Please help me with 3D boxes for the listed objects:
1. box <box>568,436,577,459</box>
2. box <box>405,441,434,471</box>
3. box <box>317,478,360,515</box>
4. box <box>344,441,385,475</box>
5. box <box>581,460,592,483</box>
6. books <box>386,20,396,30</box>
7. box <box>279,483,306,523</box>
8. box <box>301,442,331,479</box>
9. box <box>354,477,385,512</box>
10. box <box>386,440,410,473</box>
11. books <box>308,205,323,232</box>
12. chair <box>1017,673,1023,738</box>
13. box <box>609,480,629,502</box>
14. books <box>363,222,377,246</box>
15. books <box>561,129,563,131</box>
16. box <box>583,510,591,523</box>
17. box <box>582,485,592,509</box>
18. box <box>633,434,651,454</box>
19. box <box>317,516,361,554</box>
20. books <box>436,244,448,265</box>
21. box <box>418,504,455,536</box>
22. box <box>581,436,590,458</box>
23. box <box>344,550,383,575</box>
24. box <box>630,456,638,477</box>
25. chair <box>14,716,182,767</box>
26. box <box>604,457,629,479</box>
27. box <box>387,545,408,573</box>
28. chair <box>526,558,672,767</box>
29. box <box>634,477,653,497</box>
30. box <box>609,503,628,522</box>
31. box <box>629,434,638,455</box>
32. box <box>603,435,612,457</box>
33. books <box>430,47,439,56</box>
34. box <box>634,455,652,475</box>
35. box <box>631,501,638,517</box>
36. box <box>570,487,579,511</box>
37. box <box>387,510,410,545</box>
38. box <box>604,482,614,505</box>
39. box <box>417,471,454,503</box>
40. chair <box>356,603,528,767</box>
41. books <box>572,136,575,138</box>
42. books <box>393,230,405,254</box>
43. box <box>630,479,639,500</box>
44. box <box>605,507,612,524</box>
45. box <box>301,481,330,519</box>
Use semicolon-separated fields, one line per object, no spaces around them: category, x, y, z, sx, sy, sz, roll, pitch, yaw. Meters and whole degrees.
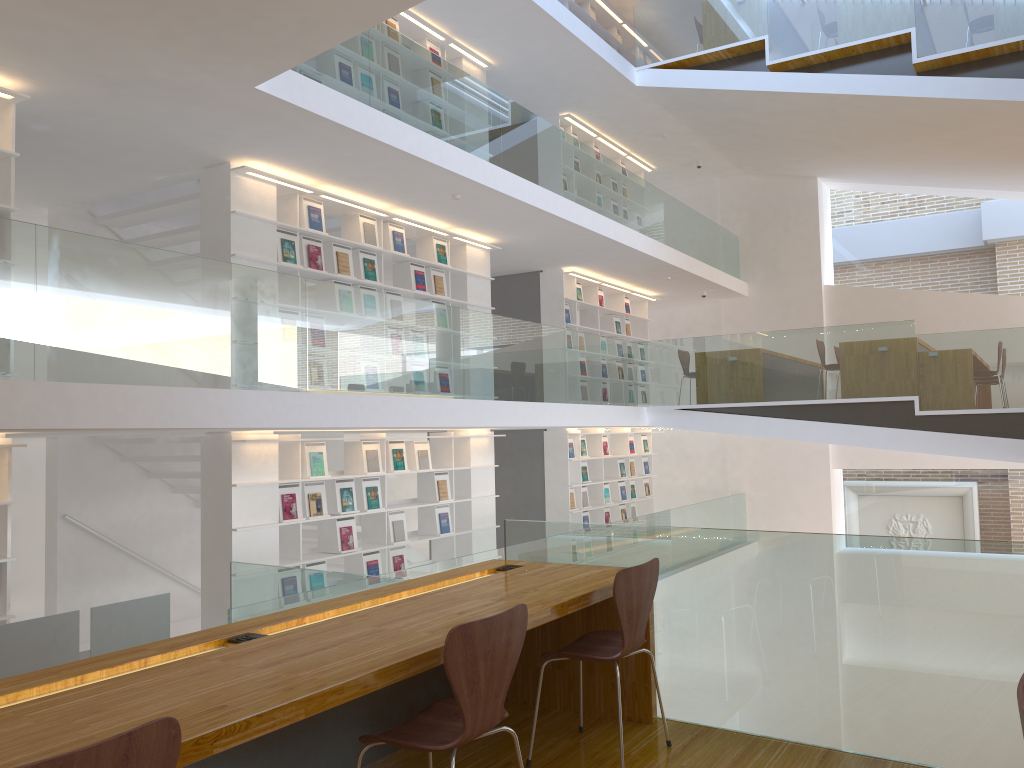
box;0.667;0.826;11.481;0.274;0.296;0.245;-3;-4;31
box;-2.679;2.304;5.647;0.498;3.764;7.125;-3;-4;31
box;-1.513;0.975;7.724;0.274;0.296;0.245;-3;-4;31
box;-1.338;0.667;8.044;0.274;0.296;0.245;-3;-4;31
box;0.879;1.162;11.802;0.274;0.296;0.245;-3;-4;31
books;-1.158;-3.386;8.537;0.037;0.210;0.145;-3;-4;31
box;-1.855;0.955;7.158;0.274;0.296;0.245;-3;-4;31
box;-1.706;0.639;7.437;0.274;0.296;0.245;-3;-4;31
box;-1.334;0.995;8.019;0.274;0.296;0.245;-3;-4;31
box;-1.146;0.681;8.363;0.274;0.296;0.245;-3;-4;31
books;-1.662;-1.394;7.500;0.037;0.210;0.145;-3;-4;31
chair;1.048;0.863;1.422;0.381;0.693;0.428;-3;-4;31
box;1.514;1.541;12.820;0.274;0.296;0.245;-3;-4;31
books;-1.296;-1.365;8.105;0.037;0.210;0.145;-3;-4;31
books;0.644;-3.250;11.639;0.037;0.210;0.145;-3;-4;31
box;0.903;1.823;11.776;0.274;0.296;0.245;-3;-4;31
box;0.875;1.493;11.763;0.274;0.296;0.245;-3;-4;31
box;1.958;0.919;13.617;0.274;0.296;0.245;-3;-4;31
box;-1.503;1.303;7.710;0.274;0.296;0.245;-3;-4;31
books;-0.716;-1.321;9.063;0.037;0.210;0.145;-3;-4;31
box;-0.764;1.365;8.931;0.274;0.296;0.245;-3;-4;31
box;0.859;0.838;11.800;0.274;0.296;0.245;-3;-4;31
box;-1.322;1.651;7.977;0.274;0.296;0.245;-3;-4;31
box;1.694;1.227;13.149;0.274;0.296;0.245;-3;-4;31
chair;-0.804;0.906;1.424;0.381;0.693;0.428;-3;-4;31
box;1.507;1.214;12.839;0.274;0.296;0.245;-3;-4;31
box;-1.128;1.665;8.297;0.274;0.296;0.245;-3;-4;31
chair;0.310;0.985;3.191;0.381;0.693;0.428;-3;-4;31
box;1.980;1.575;13.590;0.274;0.296;0.245;-3;-4;31
box;1.529;1.870;12.812;0.274;0.296;0.245;-3;-4;31
box;1.687;0.900;13.168;0.274;0.296;0.245;-3;-4;31
box;1.212;0.863;12.379;0.274;0.296;0.245;-3;-4;31
books;-0.792;-3.344;9.140;0.037;0.210;0.145;-3;-4;31
box;1.966;1.247;13.598;0.274;0.296;0.245;-3;-4;31
box;1.714;1.883;13.118;0.274;0.296;0.245;-3;-4;31
box;0.681;1.479;11.441;0.274;0.296;0.245;-3;-4;31
box;-1.138;1.337;8.312;0.274;0.296;0.245;-3;-4;31
box;1.236;1.520;12.360;0.274;0.296;0.245;-3;-4;31
box;-0.772;1.037;8.949;0.274;0.296;0.245;-3;-4;31
chair;-0.193;0.947;2.361;0.381;0.693;0.428;-3;-4;31
books;0.852;-3.230;11.982;0.037;0.210;0.145;-3;-4;31
books;-1.079;-1.350;8.465;0.037;0.210;0.145;-3;-4;31
box;1.696;1.555;13.121;0.274;0.296;0.245;-3;-4;31
box;1.237;1.848;12.329;0.274;0.296;0.245;-3;-4;31
box;-1.709;0.968;7.424;0.274;0.296;0.245;-3;-4;31
